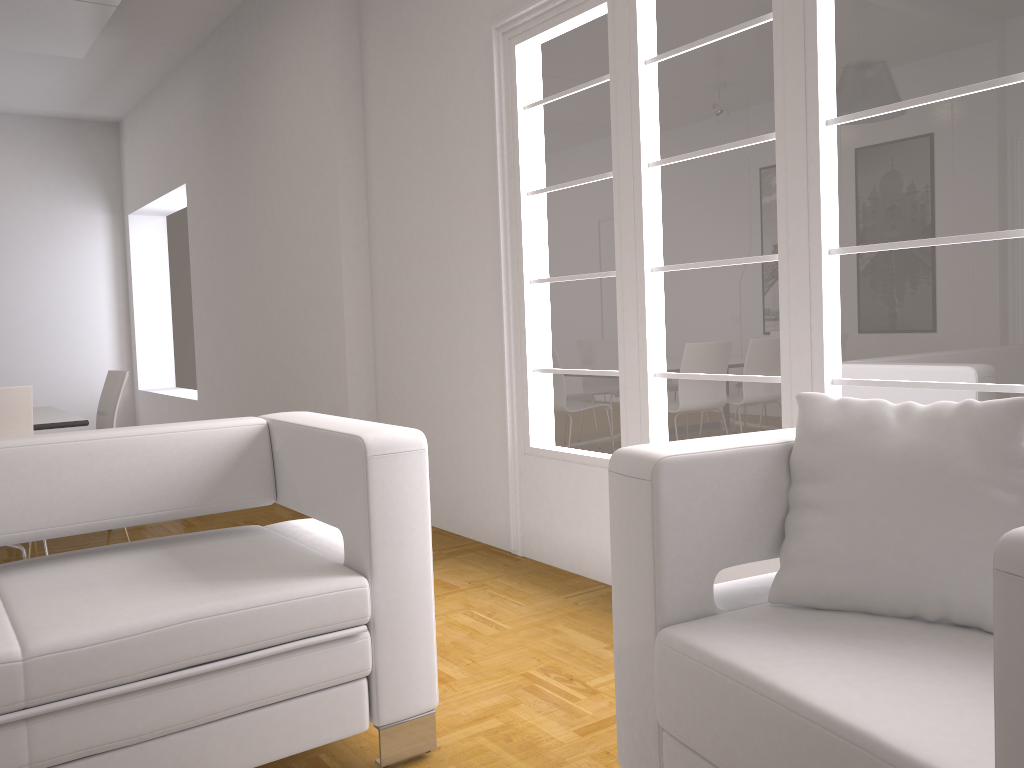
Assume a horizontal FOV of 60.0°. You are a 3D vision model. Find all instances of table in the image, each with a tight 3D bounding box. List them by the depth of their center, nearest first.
[{"bbox_3d":[-3.363,0.597,4.106,2.412,0.721,1.211,-5,5,-35],"label":"table"}]

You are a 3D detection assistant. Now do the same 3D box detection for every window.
[{"bbox_3d":[0.970,-0.388,2.887,0.195,2.525,3.351,-4,4,-35],"label":"window"}]

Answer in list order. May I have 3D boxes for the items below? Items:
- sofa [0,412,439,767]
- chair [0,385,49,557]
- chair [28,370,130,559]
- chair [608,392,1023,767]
[{"bbox_3d":[-1.492,0.610,1.852,2.624,0.848,0.822,-5,4,-35],"label":"sofa"},{"bbox_3d":[-2.354,0.475,3.858,0.561,0.930,0.575,-4,4,-35],"label":"chair"},{"bbox_3d":[-2.357,0.411,4.785,0.576,0.930,0.561,-4,4,-35],"label":"chair"},{"bbox_3d":[0.793,0.495,1.612,0.802,0.910,1.097,-4,4,-25],"label":"chair"}]
